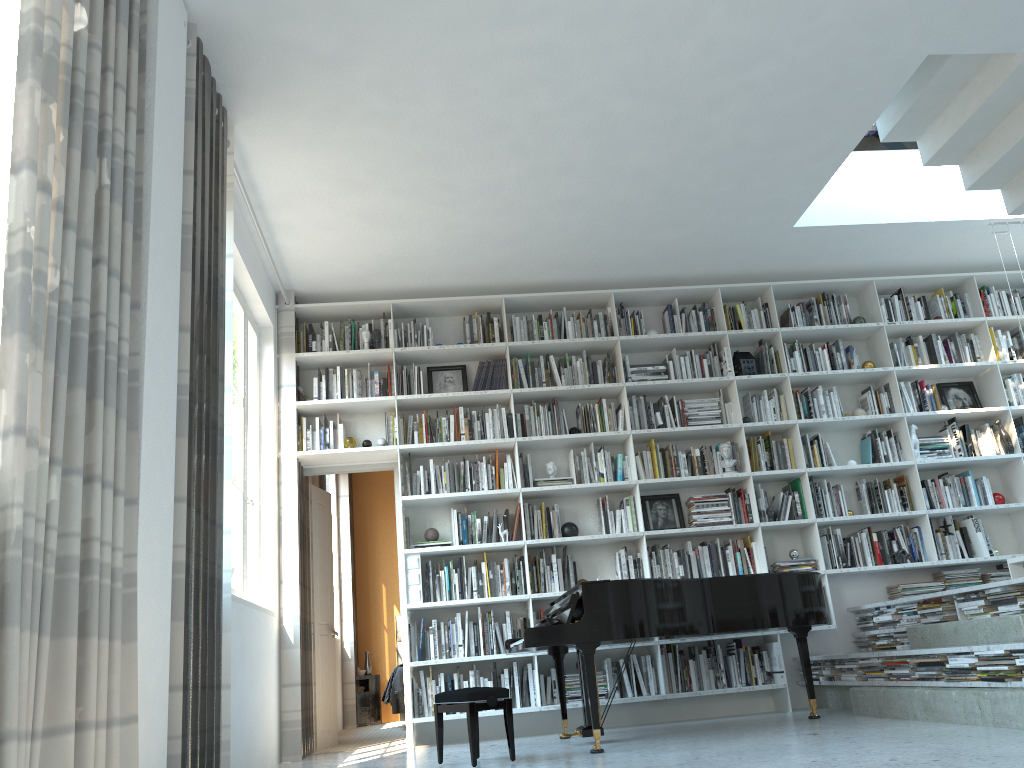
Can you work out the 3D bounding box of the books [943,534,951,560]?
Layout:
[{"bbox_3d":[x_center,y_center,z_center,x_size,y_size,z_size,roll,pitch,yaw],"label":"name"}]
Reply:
[{"bbox_3d":[3.185,1.220,6.576,0.025,0.209,0.137,-3,-18,-6],"label":"books"}]

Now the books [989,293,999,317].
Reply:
[{"bbox_3d":[3.873,-0.587,7.203,0.023,0.243,0.183,-3,-18,-6],"label":"books"}]

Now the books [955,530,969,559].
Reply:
[{"bbox_3d":[3.292,1.208,6.579,0.052,0.216,0.185,-3,-18,-6],"label":"books"}]

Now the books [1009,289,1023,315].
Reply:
[{"bbox_3d":[4.113,-0.615,7.250,0.012,0.284,0.160,-3,-18,-6],"label":"books"}]

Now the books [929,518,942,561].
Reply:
[{"bbox_3d":[3.123,1.171,6.597,0.013,0.326,0.131,-3,-18,-6],"label":"books"}]

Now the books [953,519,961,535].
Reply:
[{"bbox_3d":[3.317,1.172,6.616,0.010,0.303,0.132,-3,-18,-6],"label":"books"}]

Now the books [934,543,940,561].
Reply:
[{"bbox_3d":[3.105,1.227,6.579,0.033,0.212,0.140,-3,-18,-6],"label":"books"}]

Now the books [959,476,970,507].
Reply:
[{"bbox_3d":[3.372,0.835,6.692,0.014,0.248,0.177,-3,-18,-6],"label":"books"}]

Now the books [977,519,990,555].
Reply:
[{"bbox_3d":[3.470,1.163,6.604,0.025,0.286,0.160,-3,-18,-6],"label":"books"}]

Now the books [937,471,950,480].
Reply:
[{"bbox_3d":[3.296,0.820,6.704,0.013,0.298,0.148,-3,-18,-6],"label":"books"}]

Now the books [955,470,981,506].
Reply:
[{"bbox_3d":[3.450,0.813,6.710,0.026,0.289,0.182,-3,-18,-6],"label":"books"}]

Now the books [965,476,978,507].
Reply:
[{"bbox_3d":[3.428,0.835,6.697,0.023,0.243,0.190,-3,-18,-6],"label":"books"}]

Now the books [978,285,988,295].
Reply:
[{"bbox_3d":[3.850,-0.623,7.228,0.014,0.330,0.143,-3,-18,-6],"label":"books"}]

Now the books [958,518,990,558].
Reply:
[{"bbox_3d":[3.395,1.155,6.564,0.075,0.290,0.256,-3,-18,-6],"label":"books"}]

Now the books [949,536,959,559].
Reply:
[{"bbox_3d":[3.241,1.227,6.572,0.024,0.184,0.149,-3,-18,-6],"label":"books"}]

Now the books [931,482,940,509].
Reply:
[{"bbox_3d":[3.152,0.863,6.672,0.011,0.222,0.163,-3,-18,-6],"label":"books"}]

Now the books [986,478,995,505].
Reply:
[{"bbox_3d":[3.579,0.841,6.724,0.027,0.222,0.170,-3,-18,-6],"label":"books"}]

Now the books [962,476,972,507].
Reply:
[{"bbox_3d":[3.408,0.839,6.721,0.012,0.253,0.161,-3,-18,-6],"label":"books"}]

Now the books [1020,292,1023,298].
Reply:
[{"bbox_3d":[4.228,-0.617,7.263,0.069,0.276,0.132,-3,-18,-6],"label":"books"}]

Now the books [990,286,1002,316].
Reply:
[{"bbox_3d":[3.899,-0.617,7.217,0.012,0.305,0.185,-3,-18,-6],"label":"books"}]

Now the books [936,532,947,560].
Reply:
[{"bbox_3d":[3.146,1.220,6.572,0.023,0.213,0.164,-3,-18,-6],"label":"books"}]

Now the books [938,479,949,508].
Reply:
[{"bbox_3d":[3.212,0.855,6.690,0.026,0.238,0.177,-3,-18,-6],"label":"books"}]

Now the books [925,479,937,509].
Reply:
[{"bbox_3d":[3.133,0.856,6.685,0.024,0.246,0.144,-3,-18,-6],"label":"books"}]

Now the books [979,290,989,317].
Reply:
[{"bbox_3d":[3.806,-0.602,7.205,0.013,0.285,0.151,-3,-18,-6],"label":"books"}]

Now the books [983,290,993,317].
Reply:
[{"bbox_3d":[3.821,-0.599,7.191,0.012,0.268,0.185,-3,-18,-6],"label":"books"}]

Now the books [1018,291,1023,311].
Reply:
[{"bbox_3d":[4.127,-0.607,7.244,0.015,0.262,0.144,-3,-18,-6],"label":"books"}]

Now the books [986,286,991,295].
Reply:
[{"bbox_3d":[3.885,-0.622,7.233,0.012,0.325,0.152,-3,-18,-6],"label":"books"}]

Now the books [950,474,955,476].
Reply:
[{"bbox_3d":[3.331,0.832,6.707,0.011,0.271,0.152,-3,-18,-6],"label":"books"}]

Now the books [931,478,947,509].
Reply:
[{"bbox_3d":[3.178,0.848,6.673,0.045,0.245,0.186,-3,-18,-6],"label":"books"}]

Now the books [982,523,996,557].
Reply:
[{"bbox_3d":[3.513,1.170,6.616,0.062,0.273,0.148,-3,-18,-6],"label":"books"}]

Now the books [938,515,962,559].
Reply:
[{"bbox_3d":[3.254,1.155,6.593,0.014,0.332,0.169,-3,-18,-6],"label":"books"}]

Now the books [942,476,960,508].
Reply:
[{"bbox_3d":[3.279,0.835,6.675,0.028,0.254,0.192,-3,-18,-6],"label":"books"}]

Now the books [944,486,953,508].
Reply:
[{"bbox_3d":[3.242,0.877,6.673,0.027,0.181,0.187,-3,-18,-6],"label":"books"}]

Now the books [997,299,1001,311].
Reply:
[{"bbox_3d":[3.913,-0.594,7.219,0.014,0.259,0.168,-3,-18,-6],"label":"books"}]

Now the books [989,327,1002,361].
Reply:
[{"bbox_3d":[3.779,-0.280,7.013,0.010,0.293,0.183,-3,-18,-6],"label":"books"}]

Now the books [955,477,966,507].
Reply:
[{"bbox_3d":[3.351,0.844,6.708,0.026,0.245,0.166,-3,-18,-6],"label":"books"}]

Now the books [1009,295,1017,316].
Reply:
[{"bbox_3d":[4.049,-0.591,7.227,0.025,0.236,0.144,-3,-18,-6],"label":"books"}]

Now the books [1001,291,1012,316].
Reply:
[{"bbox_3d":[3.983,-0.600,7.224,0.029,0.263,0.179,-3,-18,-6],"label":"books"}]

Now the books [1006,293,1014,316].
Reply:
[{"bbox_3d":[4.022,-0.593,7.234,0.027,0.249,0.155,-3,-18,-6],"label":"books"}]

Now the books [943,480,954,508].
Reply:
[{"bbox_3d":[3.259,0.856,6.691,0.012,0.228,0.179,-3,-18,-6],"label":"books"}]

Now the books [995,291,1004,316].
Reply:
[{"bbox_3d":[3.933,-0.602,7.225,0.027,0.274,0.149,-3,-18,-6],"label":"books"}]

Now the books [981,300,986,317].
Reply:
[{"bbox_3d":[3.789,-0.567,7.207,0.025,0.222,0.137,-3,-18,-6],"label":"books"}]

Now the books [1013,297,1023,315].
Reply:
[{"bbox_3d":[4.089,-0.579,7.230,0.026,0.207,0.163,-3,-18,-6],"label":"books"}]

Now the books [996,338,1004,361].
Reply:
[{"bbox_3d":[3.800,-0.239,7.002,0.024,0.204,0.166,-3,-18,-6],"label":"books"}]

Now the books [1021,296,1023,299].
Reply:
[{"bbox_3d":[4.197,-0.594,7.256,0.010,0.235,0.132,-3,-18,-6],"label":"books"}]

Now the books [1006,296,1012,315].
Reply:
[{"bbox_3d":[4.004,-0.589,7.221,0.011,0.236,0.149,-3,-18,-6],"label":"books"}]

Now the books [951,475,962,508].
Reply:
[{"bbox_3d":[3.311,0.832,6.684,0.012,0.261,0.187,-3,-18,-6],"label":"books"}]

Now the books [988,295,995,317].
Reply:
[{"bbox_3d":[3.839,-0.580,7.190,0.022,0.228,0.175,-3,-18,-6],"label":"books"}]

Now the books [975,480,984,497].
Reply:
[{"bbox_3d":[3.523,0.849,6.725,0.037,0.218,0.140,-3,-18,-6],"label":"books"}]

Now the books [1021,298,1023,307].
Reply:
[{"bbox_3d":[4.165,-0.585,7.237,0.057,0.211,0.163,-3,-18,-6],"label":"books"}]

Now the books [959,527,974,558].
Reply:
[{"bbox_3d":[3.341,1.195,6.591,0.031,0.238,0.172,-3,-18,-6],"label":"books"}]

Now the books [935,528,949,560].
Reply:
[{"bbox_3d":[3.165,1.202,6.568,0.015,0.242,0.157,-3,-18,-6],"label":"books"}]

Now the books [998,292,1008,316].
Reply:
[{"bbox_3d":[3.958,-0.597,7.220,0.022,0.258,0.163,-3,-18,-6],"label":"books"}]

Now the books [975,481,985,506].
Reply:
[{"bbox_3d":[3.492,0.854,6.704,0.030,0.200,0.190,-3,-18,-6],"label":"books"}]

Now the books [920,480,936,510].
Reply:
[{"bbox_3d":[3.099,0.856,6.671,0.047,0.243,0.178,-3,-18,-6],"label":"books"}]

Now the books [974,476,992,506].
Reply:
[{"bbox_3d":[3.553,0.836,6.722,0.025,0.234,0.182,-3,-18,-6],"label":"books"}]

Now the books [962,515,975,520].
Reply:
[{"bbox_3d":[3.448,1.153,6.629,0.012,0.325,0.137,-3,-18,-6],"label":"books"}]

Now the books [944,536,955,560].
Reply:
[{"bbox_3d":[3.213,1.230,6.576,0.030,0.187,0.140,-3,-18,-6],"label":"books"}]
